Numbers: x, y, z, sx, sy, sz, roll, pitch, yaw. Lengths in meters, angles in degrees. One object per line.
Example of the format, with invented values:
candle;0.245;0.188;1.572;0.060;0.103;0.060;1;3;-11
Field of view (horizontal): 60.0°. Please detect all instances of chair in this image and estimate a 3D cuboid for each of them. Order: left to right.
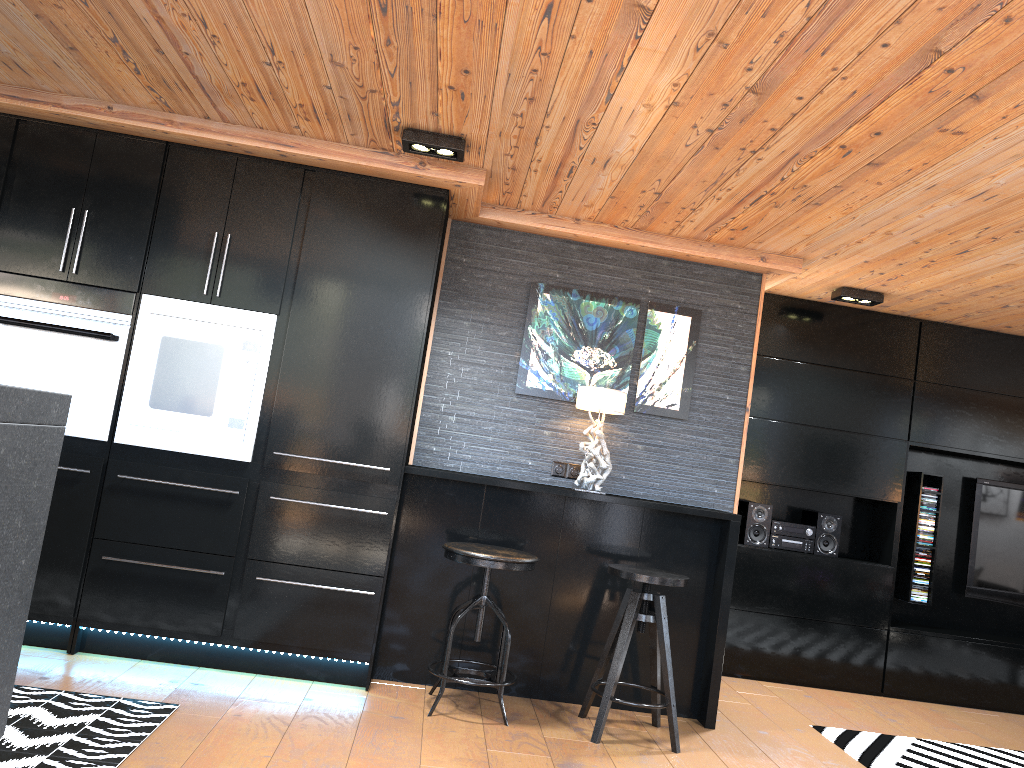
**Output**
chair;-0.146;1.089;3.926;0.441;0.718;0.440;9;-5;-1
chair;0.556;1.191;3.917;0.393;0.722;0.391;9;-6;-4

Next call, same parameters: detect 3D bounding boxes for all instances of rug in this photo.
rug;3.008;1.893;3.827;2.906;0.020;1.656;9;-5;-5

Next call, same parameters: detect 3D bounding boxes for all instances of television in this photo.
television;3.658;1.122;5.947;1.255;0.815;0.050;9;-6;-5

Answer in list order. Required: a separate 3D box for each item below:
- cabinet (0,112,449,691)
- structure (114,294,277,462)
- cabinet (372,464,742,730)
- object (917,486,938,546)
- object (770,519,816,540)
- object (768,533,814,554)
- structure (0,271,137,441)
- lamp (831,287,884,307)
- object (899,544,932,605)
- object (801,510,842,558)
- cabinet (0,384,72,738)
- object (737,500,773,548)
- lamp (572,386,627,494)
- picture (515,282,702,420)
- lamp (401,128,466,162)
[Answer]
cabinet;-3.650;-0.289;4.004;6.442;2.384;0.541;9;-6;-5
structure;-1.410;-0.027;3.960;0.594;0.673;0.039;9;-6;-5
cabinet;0.211;1.019;4.352;1.628;1.011;0.428;9;-6;-5
object;2.703;0.868;5.854;0.125;0.380;0.125;9;-6;-4
object;1.758;0.928;5.684;0.286;0.088;0.269;9;-5;-4
object;1.745;1.014;5.682;0.286;0.088;0.258;9;-5;-4
structure;-2.027;-0.125;3.894;0.595;0.674;0.089;9;-6;-5
lamp;2.046;-0.523;5.250;0.261;0.068;0.155;9;-5;-5
object;2.647;1.241;5.816;0.125;0.379;0.125;9;-6;-4
object;1.982;0.962;5.708;0.156;0.266;0.264;9;-5;-4
cabinet;-3.712;0.173;1.914;4.809;1.105;0.886;9;-5;-5
object;1.532;0.891;5.668;0.156;0.266;0.264;9;-5;-4
lamp;0.419;0.284;4.438;0.247;0.517;0.247;9;-6;-1
picture;0.515;-0.174;4.669;0.927;0.595;0.010;9;-6;-5
lamp;-0.325;-1.006;3.712;0.261;0.068;0.155;9;-5;-5
